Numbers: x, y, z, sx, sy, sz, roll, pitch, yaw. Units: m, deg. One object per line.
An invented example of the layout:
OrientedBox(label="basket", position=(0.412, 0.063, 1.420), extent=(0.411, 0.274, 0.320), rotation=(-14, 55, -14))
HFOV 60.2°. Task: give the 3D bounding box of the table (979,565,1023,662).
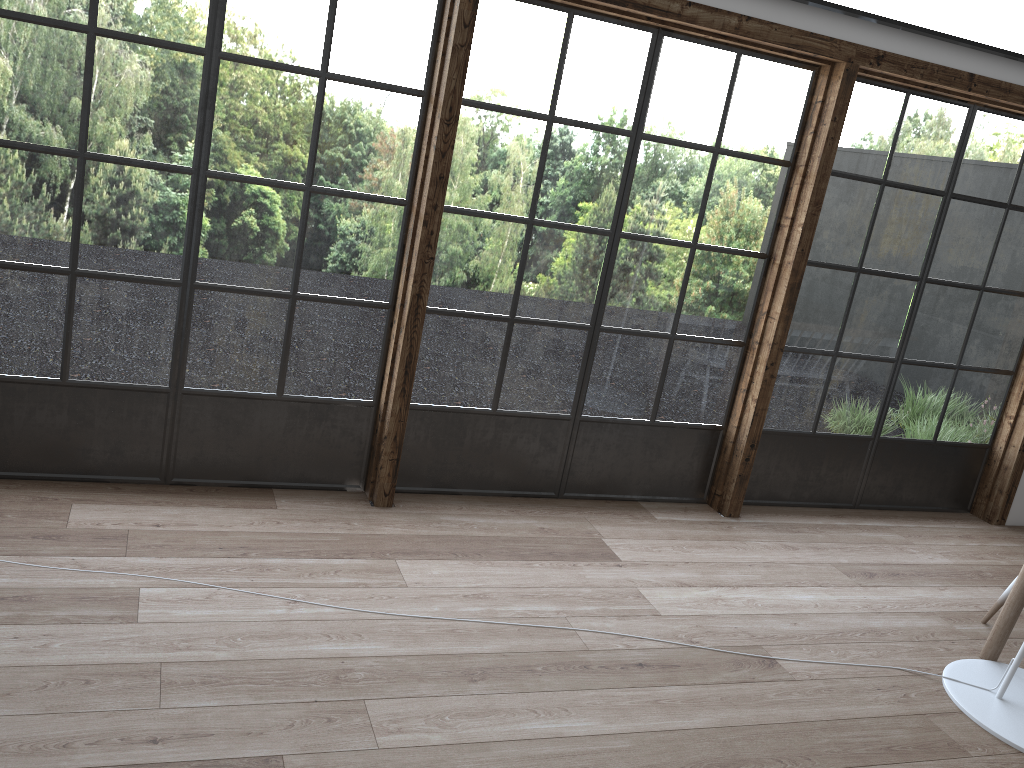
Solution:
OrientedBox(label="table", position=(2.924, 0.898, 3.228), extent=(2.002, 0.743, 0.963), rotation=(5, 15, -20))

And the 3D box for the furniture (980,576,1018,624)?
OrientedBox(label="furniture", position=(2.638, 0.703, 3.640), extent=(1.334, 0.803, 0.560), rotation=(5, 15, -20))

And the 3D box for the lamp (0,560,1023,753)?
OrientedBox(label="lamp", position=(0.916, -0.007, 2.799), extent=(5.250, 2.007, 0.874), rotation=(12, 13, 5))

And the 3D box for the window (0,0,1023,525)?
OrientedBox(label="window", position=(0.452, -0.500, 3.873), extent=(5.299, 2.237, 0.166), rotation=(5, 14, -20))
